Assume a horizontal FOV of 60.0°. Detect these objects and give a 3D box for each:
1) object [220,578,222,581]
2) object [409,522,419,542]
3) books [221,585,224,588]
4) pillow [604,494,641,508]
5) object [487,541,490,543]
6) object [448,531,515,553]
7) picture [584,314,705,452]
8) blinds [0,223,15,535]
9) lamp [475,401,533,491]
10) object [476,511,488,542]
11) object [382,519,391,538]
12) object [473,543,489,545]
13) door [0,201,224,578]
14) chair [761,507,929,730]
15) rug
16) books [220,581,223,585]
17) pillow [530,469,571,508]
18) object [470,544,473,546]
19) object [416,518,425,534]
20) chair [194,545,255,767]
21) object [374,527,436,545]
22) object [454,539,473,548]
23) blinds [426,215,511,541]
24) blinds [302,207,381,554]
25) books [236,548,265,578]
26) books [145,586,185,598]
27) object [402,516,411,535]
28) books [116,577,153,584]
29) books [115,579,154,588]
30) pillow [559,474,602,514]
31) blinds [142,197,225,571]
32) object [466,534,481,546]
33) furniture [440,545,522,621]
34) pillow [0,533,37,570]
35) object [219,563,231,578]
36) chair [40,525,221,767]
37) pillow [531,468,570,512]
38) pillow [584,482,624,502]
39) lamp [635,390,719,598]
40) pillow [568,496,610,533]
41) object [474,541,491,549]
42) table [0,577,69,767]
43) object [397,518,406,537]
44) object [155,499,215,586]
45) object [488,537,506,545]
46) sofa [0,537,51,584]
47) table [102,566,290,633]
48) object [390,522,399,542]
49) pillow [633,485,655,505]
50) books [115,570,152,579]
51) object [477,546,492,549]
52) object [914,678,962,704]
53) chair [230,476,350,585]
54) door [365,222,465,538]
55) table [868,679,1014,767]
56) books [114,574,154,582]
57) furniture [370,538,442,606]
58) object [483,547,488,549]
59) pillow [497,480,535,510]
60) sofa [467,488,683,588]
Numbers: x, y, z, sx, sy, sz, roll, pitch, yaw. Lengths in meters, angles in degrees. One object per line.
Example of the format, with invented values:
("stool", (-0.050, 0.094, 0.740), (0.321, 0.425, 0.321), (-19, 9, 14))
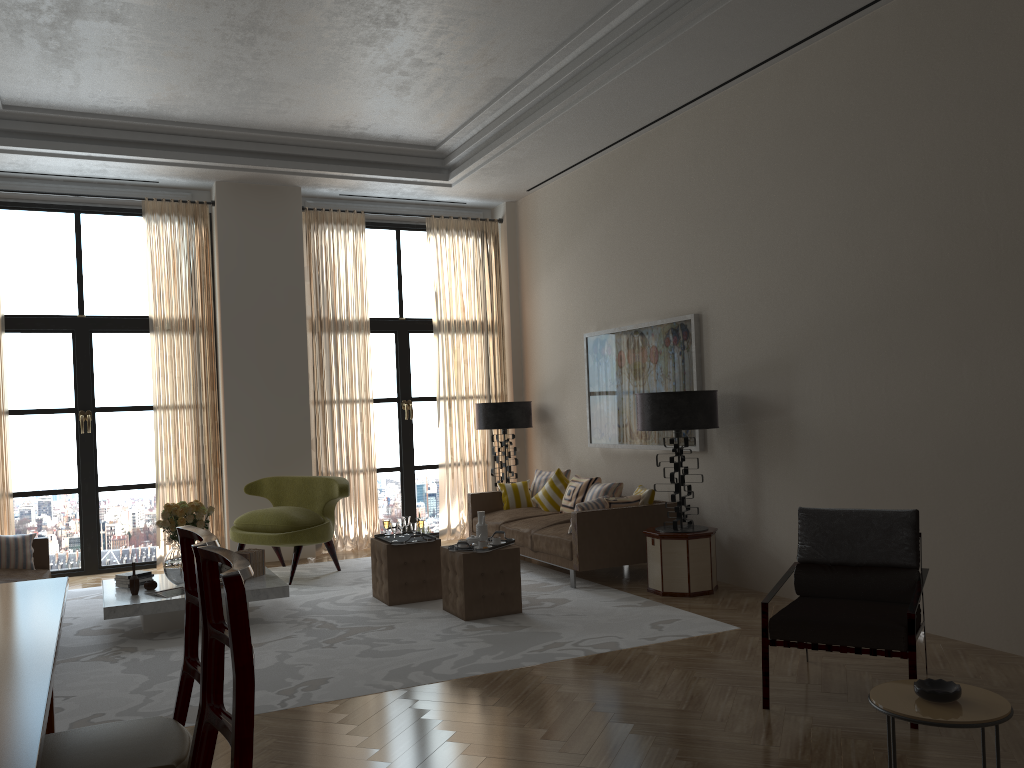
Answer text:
("object", (-2.782, 1.864, 8.439), (0.139, 0.019, 0.137), (-1, -2, -41))
("object", (-0.981, 1.490, 8.915), (0.098, 0.192, 0.098), (-2, 0, -26))
("books", (-2.798, 1.909, 8.423), (0.197, 0.024, 0.256), (-2, -2, -8))
("pillow", (1.170, 1.432, 9.738), (0.464, 0.412, 0.304), (-2, -1, -27))
("object", (-0.224, 1.524, 8.539), (0.049, 0.026, 0.053), (-3, -2, 31))
("object", (-0.284, 1.495, 8.421), (0.441, 0.101, 0.720), (-3, -2, 28))
("picture", (1.505, 0.034, 10.534), (0.080, 1.480, 2.268), (-2, -1, -27))
("blinds", (-6.488, 0.093, 10.676), (0.780, 4.886, 0.419), (-2, 0, -23))
("lamp", (-0.085, 1.274, 12.863), (0.829, 2.018, 0.830), (-2, 0, -21))
("object", (-0.295, 1.390, 8.608), (0.113, 0.305, 0.125), (-2, 0, 12))
("object", (-1.317, 1.515, 9.313), (0.098, 0.192, 0.098), (-2, -1, -43))
("object", (-0.297, 1.509, 8.345), (0.186, 0.026, 0.041), (-2, -1, -17))
("door", (-5.475, 0.081, 11.402), (3.257, 4.767, 0.240), (-2, 0, -25))
("chair", (2.180, 1.416, 5.729), (0.877, 1.135, 1.134), (-3, -1, 30))
("rug", (-1.798, 2.200, 8.821), (5.515, 0.065, 5.735), (-1, -2, -25))
("books", (-2.789, 1.885, 8.428), (0.255, 0.026, 0.202), (-2, -2, 0))
("pillow", (0.488, 1.441, 11.965), (0.624, 0.576, 0.355), (-3, -1, 43))
("object", (-0.397, 1.508, 8.267), (0.052, 0.027, 0.080), (-3, -2, 22))
("object", (-0.949, 1.498, 9.241), (0.098, 0.192, 0.098), (-2, 0, 0))
("chair", (-1.153, 1.272, 2.471), (0.877, 1.505, 0.656), (-2, 0, -25))
("object", (-1.112, 1.561, 9.168), (0.491, 0.092, 0.803), (-2, -2, -25))
("object", (-0.454, 1.493, 8.301), (0.176, 0.067, 0.176), (-4, -2, 40))
("blinds", (-0.643, -0.065, 13.436), (1.241, 4.874, 0.418), (-2, 0, -23))
("blinds", (-2.429, -0.018, 12.594), (0.959, 4.874, 0.419), (-2, 0, -23))
("books", (-2.640, 1.797, 8.876), (0.210, 0.264, 0.281), (-3, -1, 25))
("books", (-3.158, 1.910, 8.169), (0.384, 0.038, 0.281), (-4, -2, 37))
("object", (-1.124, 1.511, 9.444), (0.098, 0.192, 0.098), (-2, 0, 22))
("books", (-3.677, 1.907, 8.625), (0.207, 0.024, 0.262), (-3, -2, 28))
("books", (-3.677, 1.938, 8.636), (0.207, 0.035, 0.280), (-3, -2, 32))
("pillow", (0.852, 1.423, 11.069), (0.403, 0.547, 0.617), (-2, -1, -22))
("blinds", (-4.325, 0.031, 11.697), (0.873, 4.874, 0.418), (-2, 0, -22))
("object", (-0.375, 1.489, 8.471), (0.176, 0.105, 0.136), (-2, -1, -29))
("furniture", (-0.297, 1.853, 8.411), (0.613, 0.616, 0.614), (-2, -1, -25))
("pillow", (-4.825, 1.632, 8.534), (0.498, 0.428, 0.327), (-2, -1, -37))
("object", (-2.799, 1.824, 8.685), (0.082, 0.209, 0.204), (-2, -1, 26))
("chair", (-1.439, 1.300, 3.052), (0.877, 1.505, 0.656), (-2, 0, -25))
("pillow", (0.585, 1.409, 11.573), (0.767, 0.617, 0.355), (-3, -1, 19))
("pillow", (1.071, 1.468, 10.750), (0.371, 0.565, 0.660), (-2, -1, -30))
("lamp", (1.713, 1.089, 9.034), (0.829, 2.018, 0.830), (-2, 0, -25))
("pillow", (0.824, 1.438, 9.615), (0.498, 0.428, 0.327), (-2, -1, -37))
("object", (-0.270, 1.496, 8.249), (0.176, 0.067, 0.176), (-2, -2, -24))
("table", (-2.626, 1.599, 3.181), (1.799, 1.027, 3.803), (-2, -2, -25))
("object", (-1.161, 1.508, 9.306), (0.098, 0.192, 0.098), (-2, 0, -26))
("object", (-3.134, 1.540, 8.590), (0.539, 0.821, 0.627), (-2, -1, -30))
("object", (-0.148, 1.499, 8.475), (0.176, 0.067, 0.176), (-2, -2, -26))
("sofa", (-4.619, 1.900, 7.329), (1.351, 0.819, 2.981), (-2, -2, -25))
("table", (-3.118, 2.111, 8.652), (1.583, 0.343, 1.501), (-2, -2, -25))
("object", (-1.191, 1.500, 8.989), (0.098, 0.192, 0.098), (-2, 0, 0))
("pillow", (1.432, 1.396, 9.961), (0.296, 0.476, 0.515), (-2, -1, -4))
("books", (-3.684, 1.856, 8.627), (0.207, 0.030, 0.260), (-3, -2, 32))
("object", (-0.262, 1.515, 8.183), (0.187, 0.015, 0.041), (-1, -2, -39))
("object", (1.895, 1.370, 3.947), (0.193, 0.064, 0.193), (-2, -2, -3))
("chair", (-2.791, 1.760, 10.785), (1.791, 1.213, 1.029), (-3, -1, 32))
("door", (-1.594, -0.020, 13.236), (3.084, 4.767, 0.240), (-2, 0, -25))
("table", (1.908, 1.674, 3.944), (0.584, 0.547, 0.584), (-3, -1, 14))
("books", (-3.681, 1.883, 8.637), (0.230, 0.024, 0.280), (-3, -2, 30))
("furniture", (-1.094, 1.908, 9.174), (0.613, 0.616, 0.614), (-2, -1, -25))
("object", (-0.243, 1.512, 8.152), (0.053, 0.026, 0.049), (-2, -1, -24))
("pillow", (0.068, 1.518, 11.932), (0.482, 0.433, 0.318), (-2, -1, -15))
("sofa", (0.642, 1.793, 10.819), (1.351, 0.819, 2.981), (-2, -2, -25))
